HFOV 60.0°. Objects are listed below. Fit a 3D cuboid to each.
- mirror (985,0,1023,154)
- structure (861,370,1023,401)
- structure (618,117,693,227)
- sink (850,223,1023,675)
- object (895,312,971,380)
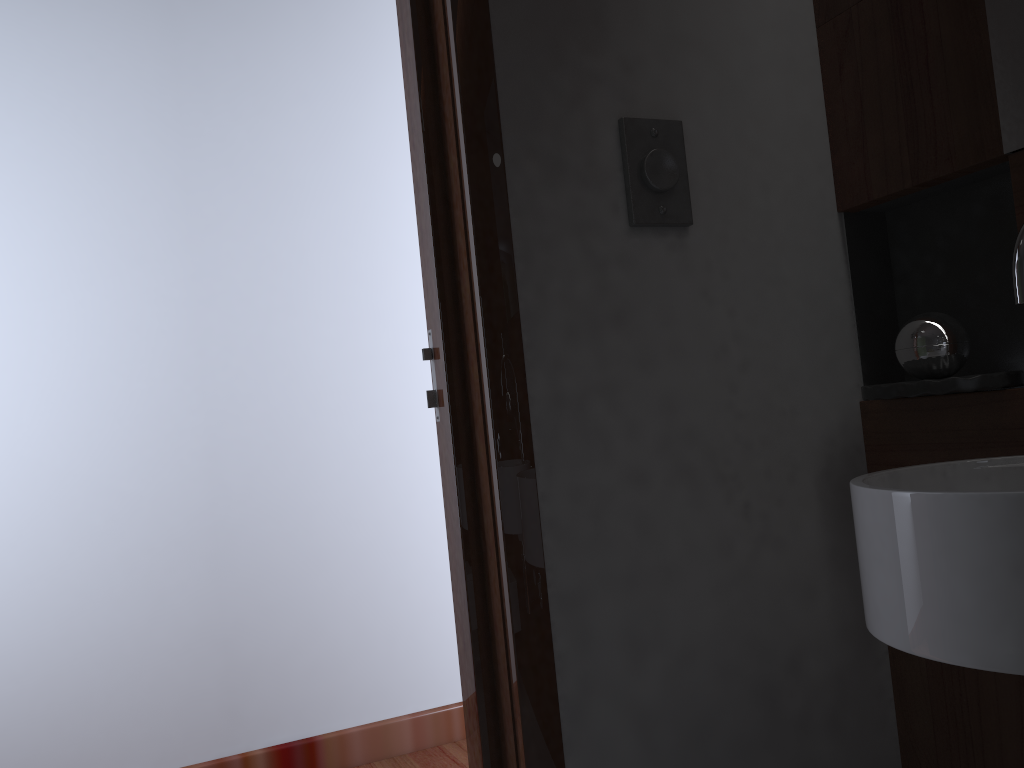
[{"bbox_3d":[0.705,-0.641,1.077,0.010,0.635,0.316,-5,-3,-24],"label":"mirror"},{"bbox_3d":[0.644,0.003,1.335,0.222,0.023,0.220,-7,-3,26],"label":"structure"},{"bbox_3d":[0.220,-0.320,1.340,0.109,0.164,0.028,-5,-3,-24],"label":"structure"},{"bbox_3d":[0.594,0.150,0.962,0.417,0.715,0.415,-5,-3,-24],"label":"sink"},{"bbox_3d":[0.880,-0.105,0.759,0.104,0.104,1.350,-5,-3,-24],"label":"object"}]
